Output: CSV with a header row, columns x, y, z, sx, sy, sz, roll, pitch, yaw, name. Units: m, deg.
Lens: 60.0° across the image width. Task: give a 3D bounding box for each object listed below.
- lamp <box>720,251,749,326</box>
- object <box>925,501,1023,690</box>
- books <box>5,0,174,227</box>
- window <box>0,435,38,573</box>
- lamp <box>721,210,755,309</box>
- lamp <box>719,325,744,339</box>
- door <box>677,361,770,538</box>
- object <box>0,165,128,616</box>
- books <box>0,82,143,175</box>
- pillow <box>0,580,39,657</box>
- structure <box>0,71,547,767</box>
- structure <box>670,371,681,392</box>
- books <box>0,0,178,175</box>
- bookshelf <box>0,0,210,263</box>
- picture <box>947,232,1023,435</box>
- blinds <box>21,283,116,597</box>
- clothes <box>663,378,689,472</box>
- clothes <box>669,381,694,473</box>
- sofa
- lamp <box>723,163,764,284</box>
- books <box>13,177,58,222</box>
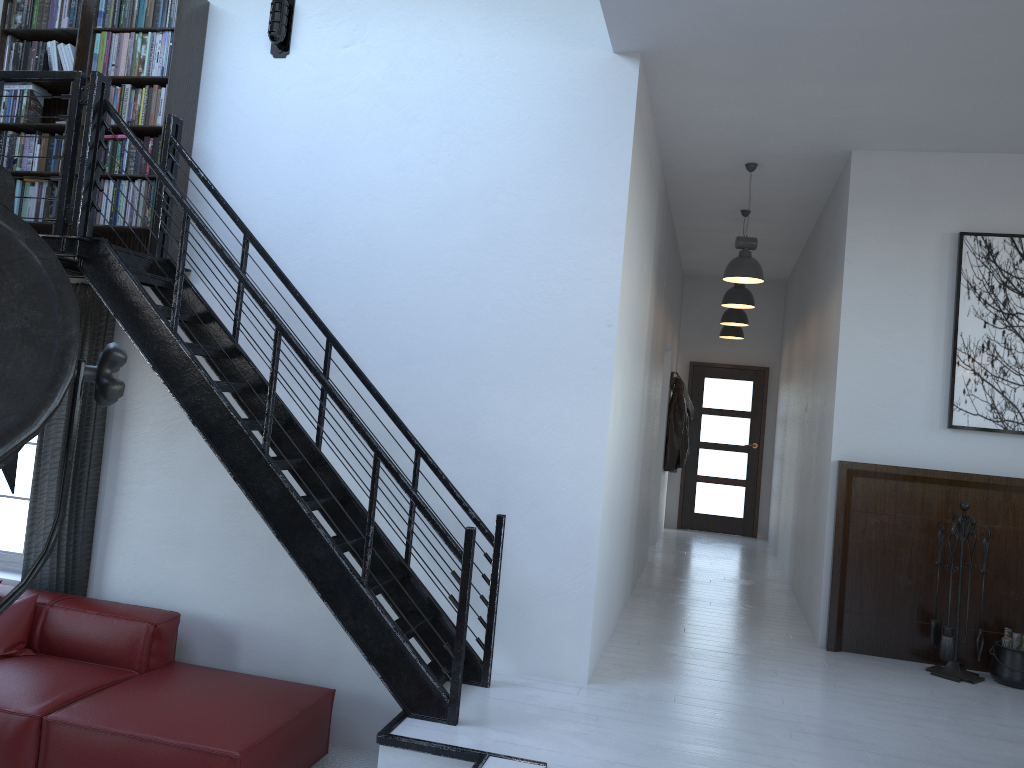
x,y,z,sx,sy,sz,roll,pitch,yaw,name
2.366,-1.051,9.302,0.297,0.862,0.295,3,-4,29,lamp
2.882,1.257,5.372,0.636,1.054,0.321,5,-4,9,object
-2.952,-1.715,3.270,1.171,1.407,4.372,5,-2,13,books
-3.092,0.350,5.523,1.168,1.609,0.132,5,-4,13,window
2.047,-1.119,7.901,0.296,0.862,0.295,4,-4,16,lamp
2.684,-0.984,10.702,0.296,0.862,0.296,5,-4,-2,lamp
2.740,0.842,11.515,1.010,2.211,0.110,4,-4,13,door
-0.716,0.542,0.907,0.609,1.582,0.544,8,-4,-33,object
-2.742,-1.564,3.181,1.600,1.142,4.324,5,-2,12,books
-3.538,1.144,4.495,1.952,0.402,0.983,6,-2,-35,pillow
-2.251,0.085,2.924,4.619,3.361,4.476,5,-2,13,structure
2.014,0.000,10.864,0.085,0.252,1.366,4,-2,13,structure
-2.433,-1.671,3.130,2.207,1.411,4.366,5,-2,12,books
-2.837,-1.636,3.213,3.091,1.619,4.464,5,-2,13,bookshelf
4.118,-0.244,5.444,2.592,1.283,0.037,5,-4,13,picture
-3.300,0.524,5.298,1.749,2.385,0.526,6,-4,-5,blinds
1.924,0.478,10.319,0.301,1.101,0.337,5,-4,6,clothes
2.002,0.508,10.637,0.343,1.131,0.383,5,-4,9,clothes
-2.755,1.437,3.860,3.282,0.657,2.535,5,-2,13,sofa
1.729,-1.185,6.502,0.296,0.862,0.296,7,-4,-22,lamp
-3.691,-1.788,3.397,1.286,1.431,4.424,5,-2,15,books
